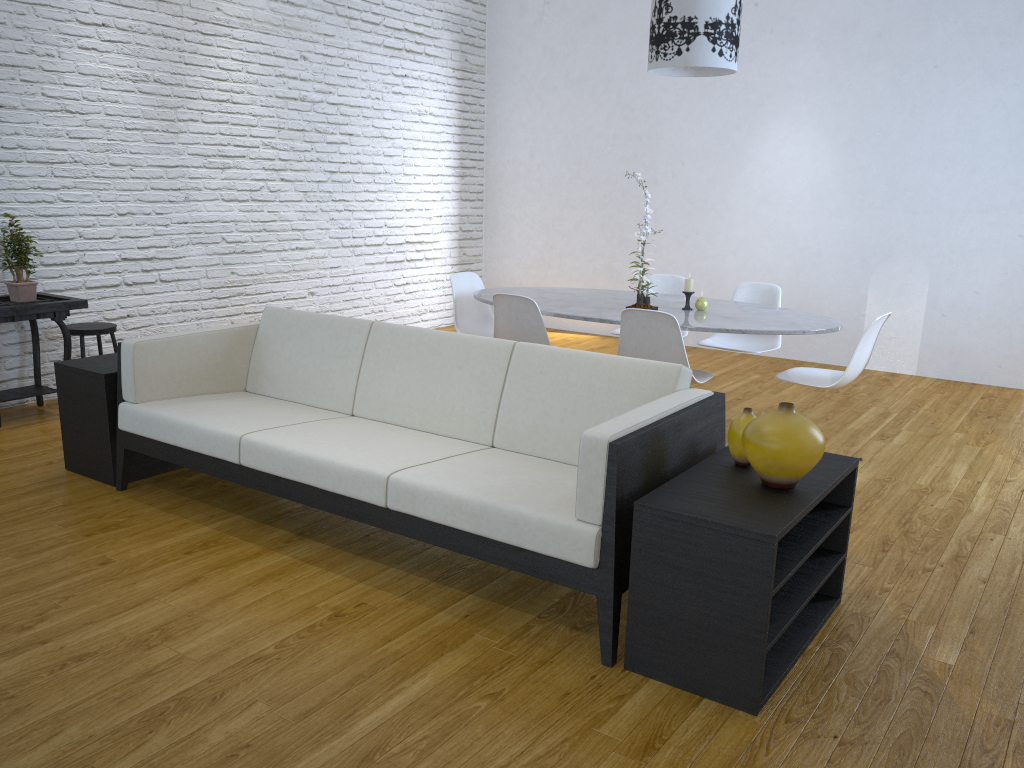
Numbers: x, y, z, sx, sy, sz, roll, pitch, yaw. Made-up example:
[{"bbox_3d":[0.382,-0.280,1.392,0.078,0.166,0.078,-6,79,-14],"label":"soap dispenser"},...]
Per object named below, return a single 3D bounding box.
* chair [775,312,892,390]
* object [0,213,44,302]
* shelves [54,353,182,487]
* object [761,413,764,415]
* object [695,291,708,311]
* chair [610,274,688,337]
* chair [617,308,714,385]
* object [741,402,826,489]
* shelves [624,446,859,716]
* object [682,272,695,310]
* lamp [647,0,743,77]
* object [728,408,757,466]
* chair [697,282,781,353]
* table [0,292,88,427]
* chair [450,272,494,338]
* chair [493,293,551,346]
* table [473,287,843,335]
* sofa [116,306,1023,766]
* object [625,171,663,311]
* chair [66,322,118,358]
[{"bbox_3d":[1.410,-0.157,3.889,0.418,0.354,0.404,11,17,35],"label":"chair"},{"bbox_3d":[-2.457,-0.630,4.406,0.236,0.440,0.174,-7,16,-30],"label":"object"},{"bbox_3d":[-1.492,0.096,3.806,0.348,0.454,0.726,11,16,33],"label":"shelves"},{"bbox_3d":[0.734,0.136,2.609,0.071,0.105,0.071,-6,16,-28],"label":"object"},{"bbox_3d":[0.907,-0.399,4.233,0.062,0.092,0.062,-1,14,-8],"label":"object"},{"bbox_3d":[0.795,-0.427,5.010,0.404,0.354,0.417,10,16,31],"label":"chair"},{"bbox_3d":[0.665,-0.172,3.876,0.404,0.354,0.417,10,16,32],"label":"chair"},{"bbox_3d":[0.694,0.155,2.272,0.207,0.217,0.205,-2,14,-14],"label":"object"},{"bbox_3d":[0.640,0.469,2.399,0.348,0.454,0.726,11,16,33],"label":"shelves"},{"bbox_3d":[0.843,-0.444,4.234,0.059,0.178,0.058,6,15,19],"label":"object"},{"bbox_3d":[0.834,-2.165,3.826,0.399,1.550,0.397,2,14,1],"label":"lamp"},{"bbox_3d":[0.642,0.145,2.436,0.095,0.161,0.095,-2,14,-14],"label":"object"},{"bbox_3d":[1.227,-0.348,4.710,0.404,0.354,0.417,11,17,36],"label":"chair"},{"bbox_3d":[-2.459,-0.122,4.377,0.439,0.582,0.561,11,16,33],"label":"table"},{"bbox_3d":[-0.122,-0.425,4.902,0.418,0.354,0.404,11,17,35],"label":"chair"},{"bbox_3d":[0.117,-0.274,4.263,0.404,0.354,0.417,12,17,37],"label":"chair"},{"bbox_3d":[0.633,-0.084,4.445,1.905,0.627,1.065,10,16,32],"label":"table"},{"bbox_3d":[-0.816,0.300,2.518,5.322,0.684,9.678,10,15,33],"label":"sofa"},{"bbox_3d":[0.629,-0.653,4.105,0.202,0.643,0.165,-6,16,-27],"label":"object"},{"bbox_3d":[-2.231,-0.107,4.725,0.262,0.411,0.260,5,14,15],"label":"chair"}]
